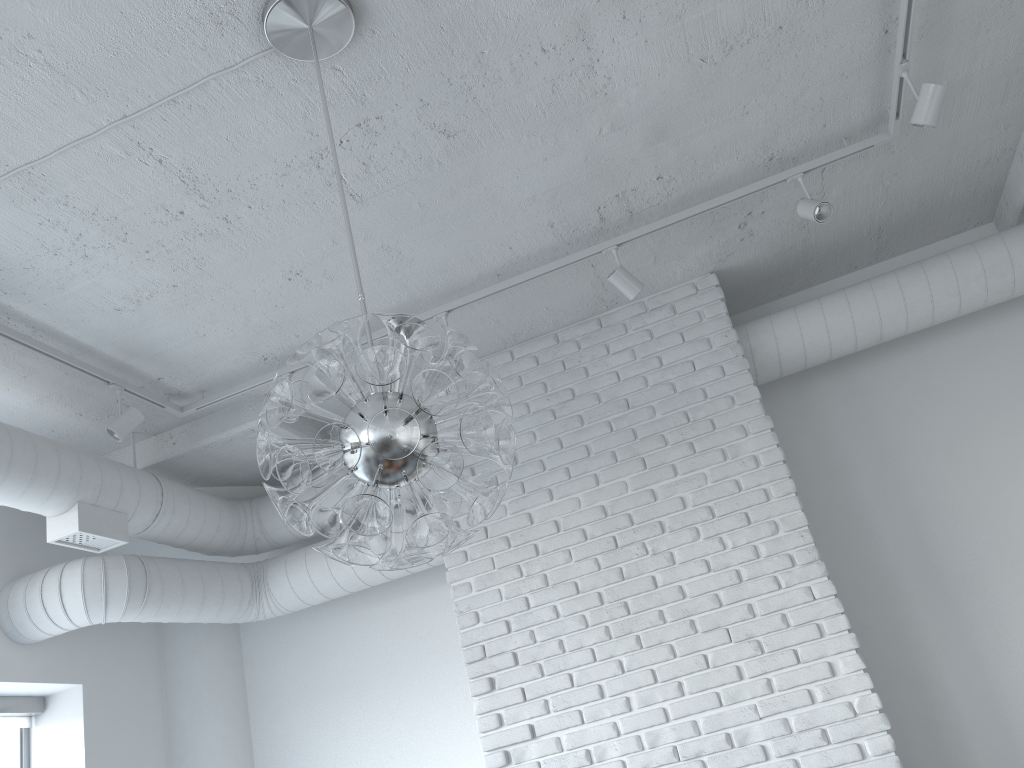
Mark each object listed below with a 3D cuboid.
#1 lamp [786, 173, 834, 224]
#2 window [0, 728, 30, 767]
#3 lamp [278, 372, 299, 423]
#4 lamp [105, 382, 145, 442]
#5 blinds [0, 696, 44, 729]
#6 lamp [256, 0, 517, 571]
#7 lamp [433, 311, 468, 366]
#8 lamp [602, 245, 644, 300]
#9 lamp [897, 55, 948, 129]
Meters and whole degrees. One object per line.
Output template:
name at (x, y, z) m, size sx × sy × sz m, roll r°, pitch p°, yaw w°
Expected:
lamp at (1.177, -0.743, 3.524) m, size 0.093 × 0.285 × 0.154 m, roll -11°, pitch -24°, yaw -8°
window at (-3.049, 1.193, 2.221) m, size 0.107 × 2.340 × 4.566 m, roll -20°, pitch -24°, yaw 12°
lamp at (-1.005, 0.053, 4.023) m, size 0.095 × 0.285 × 0.154 m, roll -19°, pitch -24°, yaw 10°
lamp at (-1.653, 0.110, 3.781) m, size 0.154 × 0.285 × 0.087 m, roll -3°, pitch -27°, yaw -25°
blinds at (-2.481, 1.469, 3.962) m, size 0.086 × 0.130 × 0.903 m, roll -20°, pitch -24°, yaw 12°
lamp at (-0.382, -0.320, 2.128) m, size 0.552 × 1.546 × 0.552 m, roll -15°, pitch -24°, yaw 1°
lamp at (-0.273, -0.213, 3.858) m, size 0.154 × 0.285 × 0.090 m, roll -7°, pitch -25°, yaw -17°
lamp at (0.451, -0.477, 3.693) m, size 0.154 × 0.285 × 0.097 m, roll 2°, pitch -29°, yaw -33°
lamp at (1.408, -1.013, 3.067) m, size 0.104 × 0.285 × 0.154 m, roll 2°, pitch -29°, yaw -33°
